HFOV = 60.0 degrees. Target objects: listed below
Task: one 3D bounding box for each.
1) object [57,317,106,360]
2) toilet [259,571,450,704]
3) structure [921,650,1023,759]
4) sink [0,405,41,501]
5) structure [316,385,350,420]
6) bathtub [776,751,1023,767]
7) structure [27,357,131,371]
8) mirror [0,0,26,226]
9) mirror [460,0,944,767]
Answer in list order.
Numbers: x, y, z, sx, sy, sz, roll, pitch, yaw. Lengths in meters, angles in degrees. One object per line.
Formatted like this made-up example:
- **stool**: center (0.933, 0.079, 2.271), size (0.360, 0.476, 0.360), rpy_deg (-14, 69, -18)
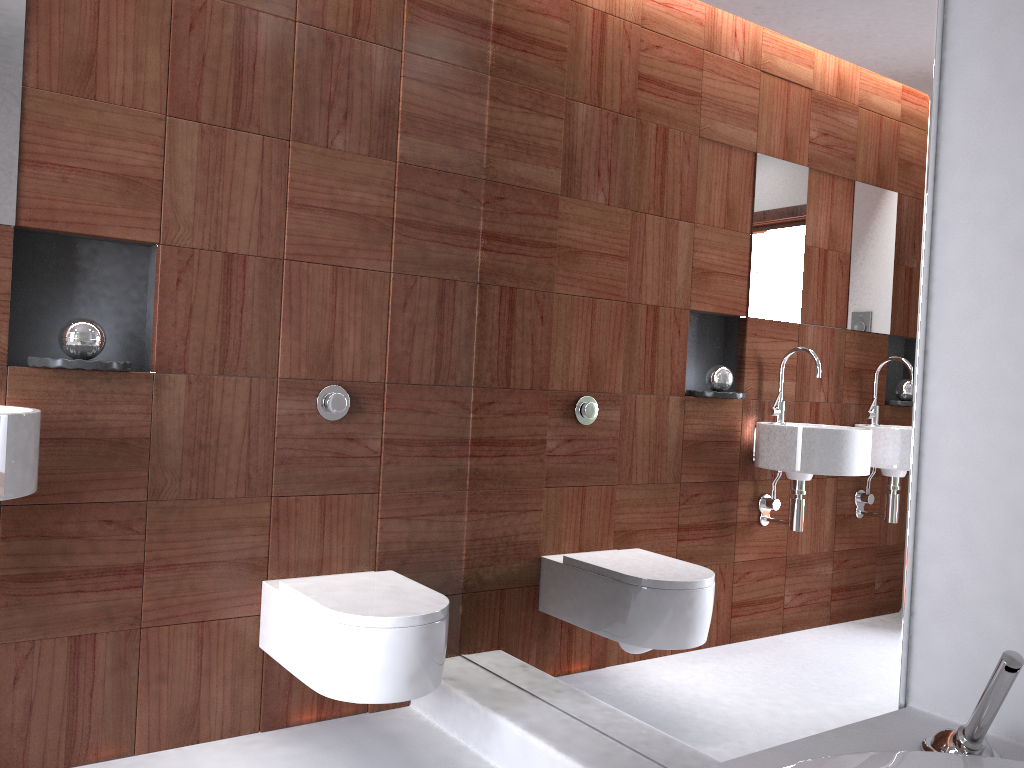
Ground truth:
- **object**: center (-1.524, -0.131, 1.735), size (1.350, 0.104, 0.104), rpy_deg (3, 0, -35)
- **toilet**: center (-0.383, 0.658, 2.237), size (0.329, 0.284, 0.547), rpy_deg (3, 0, -35)
- **structure**: center (0.688, 0.482, 1.277), size (0.112, 0.257, 0.239), rpy_deg (3, 0, -4)
- **sink**: center (-1.168, 0.104, 1.753), size (0.415, 0.715, 0.417), rpy_deg (3, 0, -35)
- **structure**: center (-0.489, 0.053, 2.448), size (0.098, 0.098, 0.034), rpy_deg (3, 0, -35)
- **bathtub**: center (0.253, 0.723, 0.618), size (1.683, 0.424, 0.881), rpy_deg (3, 0, -35)
- **structure**: center (-1.022, -0.047, 2.102), size (0.220, 0.023, 0.222), rpy_deg (3, 1, -45)
- **mirror**: center (-1.241, -0.682, 1.920), size (0.316, 0.635, 0.010), rpy_deg (3, 0, -35)
- **mirror**: center (0.313, -0.236, 2.129), size (0.019, 2.183, 1.433), rpy_deg (3, 0, -35)
